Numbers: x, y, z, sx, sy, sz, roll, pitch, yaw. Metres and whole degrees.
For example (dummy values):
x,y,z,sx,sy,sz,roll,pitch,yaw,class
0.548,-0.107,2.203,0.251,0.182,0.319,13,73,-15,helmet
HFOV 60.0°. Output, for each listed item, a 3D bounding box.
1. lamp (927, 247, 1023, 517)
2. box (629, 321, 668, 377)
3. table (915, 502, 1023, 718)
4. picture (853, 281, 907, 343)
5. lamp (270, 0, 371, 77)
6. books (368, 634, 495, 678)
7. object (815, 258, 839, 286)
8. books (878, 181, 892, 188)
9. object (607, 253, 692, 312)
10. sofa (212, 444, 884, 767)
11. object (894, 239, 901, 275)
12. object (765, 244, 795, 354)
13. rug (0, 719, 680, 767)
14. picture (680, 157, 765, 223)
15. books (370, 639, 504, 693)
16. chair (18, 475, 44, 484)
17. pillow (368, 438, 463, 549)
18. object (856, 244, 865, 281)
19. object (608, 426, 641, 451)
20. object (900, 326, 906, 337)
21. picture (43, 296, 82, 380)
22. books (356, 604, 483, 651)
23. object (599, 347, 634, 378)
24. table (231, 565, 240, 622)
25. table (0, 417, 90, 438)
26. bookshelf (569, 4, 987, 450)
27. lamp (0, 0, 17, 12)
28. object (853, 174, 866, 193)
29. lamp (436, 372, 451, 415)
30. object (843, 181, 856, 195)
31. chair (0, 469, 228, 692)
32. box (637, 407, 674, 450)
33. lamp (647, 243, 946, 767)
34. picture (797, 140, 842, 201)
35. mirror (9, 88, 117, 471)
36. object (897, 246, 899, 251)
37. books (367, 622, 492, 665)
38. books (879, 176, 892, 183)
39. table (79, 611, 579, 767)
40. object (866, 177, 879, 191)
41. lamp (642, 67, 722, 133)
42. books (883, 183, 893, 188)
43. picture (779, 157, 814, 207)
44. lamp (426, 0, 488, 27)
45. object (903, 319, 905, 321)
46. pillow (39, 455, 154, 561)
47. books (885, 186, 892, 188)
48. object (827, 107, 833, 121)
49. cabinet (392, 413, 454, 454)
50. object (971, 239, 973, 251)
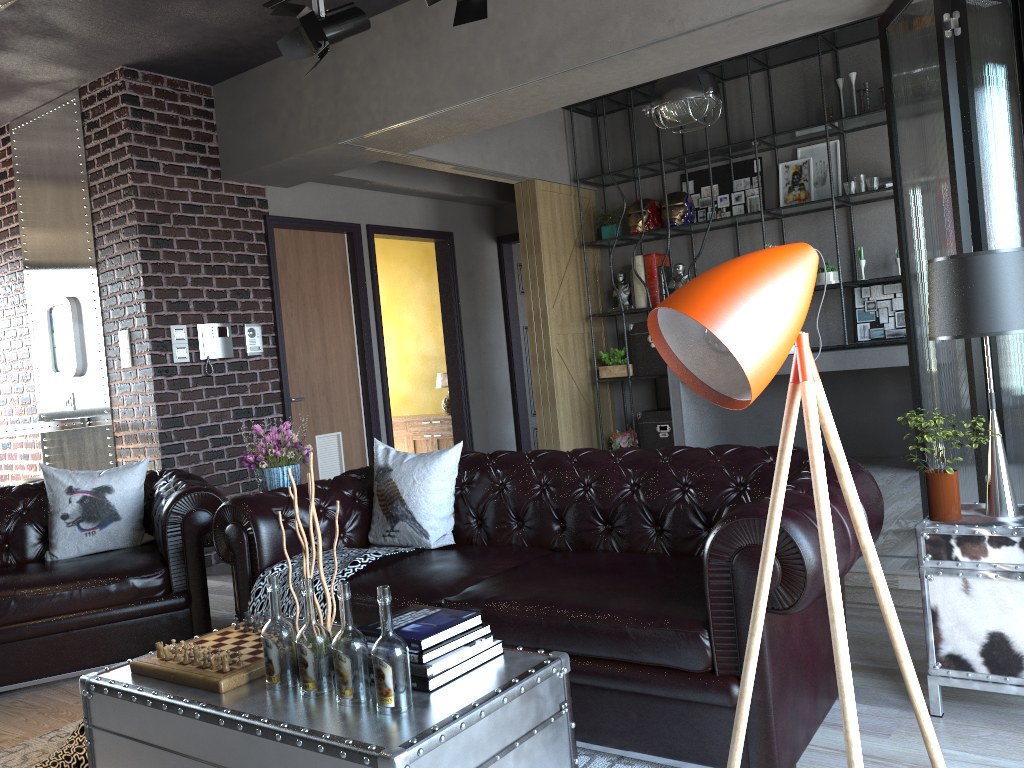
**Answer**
x,y,z,sx,sy,sz,roll,pitch,yaw,class
1.522,0.002,2.820,0.333,0.832,0.333,-5,1,39,lamp
1.353,-0.331,7.828,0.488,0.481,0.374,-5,1,36,box
1.564,0.715,2.828,0.405,0.609,0.418,-5,1,36,table
2.992,-0.571,6.857,0.665,0.447,0.051,-5,1,36,picture
-1.058,-2.001,5.016,0.560,0.512,0.359,-6,1,-34,lamp
-0.252,0.698,2.342,0.315,0.026,0.270,-4,2,36,books
2.451,-0.875,6.933,0.235,0.212,0.235,-6,1,-9,object
2.916,-1.523,6.717,0.243,0.024,0.175,-5,2,32,books
1.241,-0.906,7.858,0.833,0.466,0.290,-5,1,36,object
0.103,0.724,3.494,2.564,0.838,1.240,-5,1,36,sofa
2.970,-0.967,6.818,0.113,0.302,0.113,-6,1,-35,object
2.039,-0.649,6.679,0.398,0.852,0.420,-6,1,-7,object
-0.458,1.206,3.062,2.473,0.003,2.256,-4,2,36,rug
1.814,-1.639,7.672,0.749,0.503,0.058,-5,1,36,picture
-0.242,0.727,2.352,0.324,0.035,0.306,-4,2,36,books
-2.984,0.990,5.866,0.438,0.781,0.439,-5,1,15,chair
-0.439,0.471,3.951,0.528,0.469,0.283,-5,1,39,pillow
2.640,-0.918,6.692,0.113,0.275,0.113,-5,1,40,object
1.018,0.546,8.033,0.345,0.362,0.332,-5,1,40,object
3.067,-0.404,6.595,0.351,0.111,0.379,-6,1,-21,object
-3.344,-0.340,6.596,0.411,0.599,0.047,-5,1,36,picture
-0.250,0.643,2.351,0.251,0.030,0.237,-4,2,38,books
0.936,-0.197,7.948,0.304,0.265,0.181,-5,1,36,object
-1.097,0.932,4.381,0.417,0.609,0.406,-5,1,36,table
-3.701,0.880,5.999,0.656,1.129,1.600,-5,1,36,table
2.613,-1.020,6.866,4.480,3.282,0.527,-5,1,36,bookshelf
-1.801,-1.985,3.094,1.277,1.108,0.228,-5,1,36,lamp
2.646,-1.506,6.733,0.087,0.155,0.087,-6,1,-41,object
-0.583,0.397,9.090,0.291,1.045,0.441,-5,1,10,lamp
2.549,-1.468,6.678,0.093,0.099,0.092,-6,1,-16,object
-2.210,0.919,4.469,1.493,0.845,1.244,-6,1,-24,chair
1.428,0.451,7.836,0.488,0.481,0.374,-5,1,36,box
2.246,0.238,2.405,3.832,1.456,0.583,-6,1,-12,lamp
2.476,-1.681,7.148,0.331,0.514,0.119,-5,1,36,picture
-3.322,-0.343,6.626,1.047,3.460,0.050,-5,1,36,mirror
2.897,-0.925,6.551,0.113,0.246,0.113,-6,1,-35,object
-0.247,0.671,2.351,0.282,0.026,0.266,-4,2,38,books
2.903,-1.549,6.717,0.225,0.029,0.179,-5,2,28,books
-0.519,0.997,2.423,1.254,0.469,0.685,-5,1,36,table
2.679,-1.478,6.582,0.092,0.099,0.092,-6,1,-6,object
1.131,-2.322,6.093,0.534,1.149,0.516,-5,1,13,lamp
2.907,-1.499,6.724,0.166,0.024,0.227,-5,1,15,books
2.314,-1.617,7.219,0.267,0.414,0.101,-5,1,36,picture
-0.231,-2.059,4.411,0.359,0.525,0.541,-5,1,21,lamp
2.843,-0.379,6.277,0.137,0.190,0.009,-5,1,39,object
-2.143,0.624,4.603,0.541,0.502,0.290,-6,1,-16,pillow
2.913,-1.470,6.715,0.179,0.034,0.243,-5,1,19,books
2.441,-2.052,6.792,0.135,0.129,0.135,-5,1,9,object
-0.945,0.712,9.375,1.431,0.750,0.409,-5,1,36,cabinet
3.320,-0.974,6.397,0.113,0.270,0.113,-5,1,25,object
